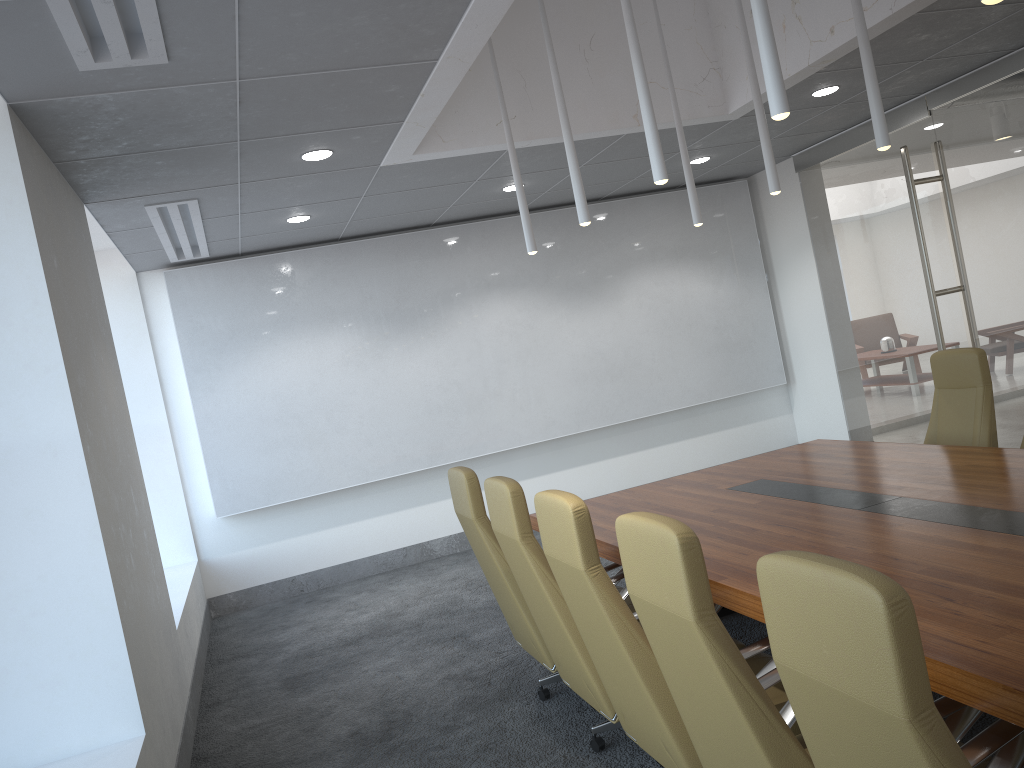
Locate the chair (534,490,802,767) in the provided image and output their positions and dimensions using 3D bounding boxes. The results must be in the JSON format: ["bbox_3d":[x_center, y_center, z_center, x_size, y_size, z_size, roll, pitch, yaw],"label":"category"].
[{"bbox_3d":[0.721,1.014,3.540,0.955,1.406,0.711,-12,2,-17],"label":"chair"}]

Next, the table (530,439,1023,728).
[{"bbox_3d":[2.224,0.978,3.136,2.300,0.895,6.500,-12,2,-17],"label":"table"}]

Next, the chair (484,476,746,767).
[{"bbox_3d":[0.495,1.037,4.282,0.955,1.406,0.711,-12,2,-17],"label":"chair"}]

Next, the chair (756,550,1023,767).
[{"bbox_3d":[1.191,0.964,1.992,0.955,1.406,0.711,-12,2,-17],"label":"chair"}]

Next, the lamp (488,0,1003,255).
[{"bbox_3d":[1.549,-2.313,3.036,2.619,2.378,7.258,-12,2,-17],"label":"lamp"}]

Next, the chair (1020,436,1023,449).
[{"bbox_3d":[2.928,0.515,5.048,0.955,1.406,0.711,-12,2,-17],"label":"chair"}]

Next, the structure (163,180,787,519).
[{"bbox_3d":[1.921,-0.757,3.103,6.600,2.466,13.989,-12,2,-17],"label":"structure"}]

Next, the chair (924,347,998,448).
[{"bbox_3d":[2.695,0.539,5.813,0.955,1.406,0.711,-12,2,-17],"label":"chair"}]

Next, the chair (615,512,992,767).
[{"bbox_3d":[0.957,0.989,2.761,0.955,1.406,0.711,-12,2,-17],"label":"chair"}]

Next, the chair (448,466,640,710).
[{"bbox_3d":[0.263,1.062,5.044,0.955,1.406,0.711,-12,2,-17],"label":"chair"}]
